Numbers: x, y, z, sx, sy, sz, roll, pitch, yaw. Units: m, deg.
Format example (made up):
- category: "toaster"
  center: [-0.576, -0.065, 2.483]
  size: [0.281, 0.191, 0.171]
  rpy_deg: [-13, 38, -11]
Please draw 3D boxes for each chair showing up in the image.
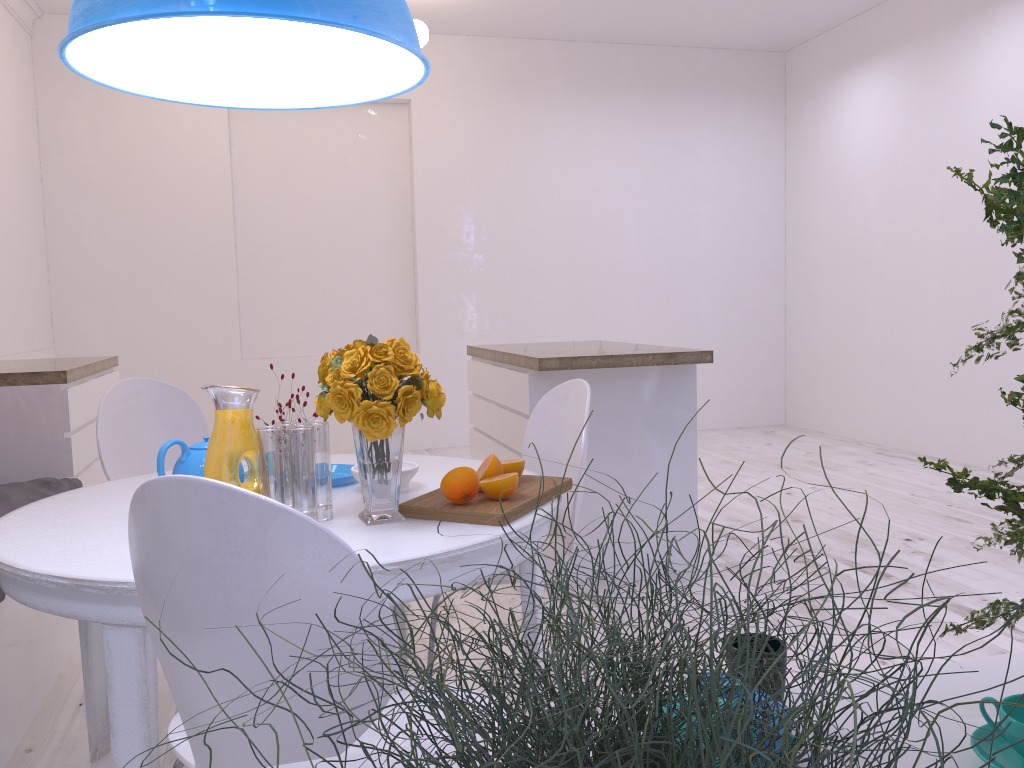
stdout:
- category: "chair"
  center: [-0.874, 0.403, 2.539]
  size: [0.483, 0.845, 0.604]
  rpy_deg: [0, 5, 20]
- category: "chair"
  center: [-0.053, 0.420, 2.101]
  size: [0.483, 0.845, 0.604]
  rpy_deg: [-3, 5, -15]
- category: "chair"
  center: [-0.230, 0.502, 1.237]
  size: [0.604, 0.845, 0.483]
  rpy_deg: [1, 6, 31]

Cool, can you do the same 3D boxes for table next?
- category: "table"
  center: [-0.457, 0.556, 1.904]
  size: [1.140, 0.629, 1.140]
  rpy_deg: [0, 5, 14]
- category: "table"
  center: [0.294, 0.659, 0.576]
  size: [1.514, 0.619, 0.736]
  rpy_deg: [-3, 5, -15]

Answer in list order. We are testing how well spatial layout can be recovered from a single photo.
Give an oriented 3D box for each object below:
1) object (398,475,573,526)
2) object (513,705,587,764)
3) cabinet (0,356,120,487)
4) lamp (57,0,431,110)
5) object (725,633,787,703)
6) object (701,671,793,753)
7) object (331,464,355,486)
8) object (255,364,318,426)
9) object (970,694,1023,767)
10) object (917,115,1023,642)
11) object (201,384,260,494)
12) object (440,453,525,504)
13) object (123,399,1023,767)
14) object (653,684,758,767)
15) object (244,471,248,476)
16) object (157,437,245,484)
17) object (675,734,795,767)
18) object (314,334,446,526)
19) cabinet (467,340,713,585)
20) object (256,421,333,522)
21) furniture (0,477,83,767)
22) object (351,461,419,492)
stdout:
- category: "object"
  center: [-0.044, 0.227, 1.790]
  size: [0.224, 0.024, 0.347]
  rpy_deg: [1, 6, 25]
- category: "object"
  center: [0.035, 0.306, 0.740]
  size: [0.066, 0.067, 0.052]
  rpy_deg: [-3, 5, -14]
- category: "cabinet"
  center: [-1.958, 0.348, 3.478]
  size: [0.654, 0.842, 1.036]
  rpy_deg: [-3, 5, -15]
- category: "lamp"
  center: [-0.442, -1.473, 1.346]
  size: [0.568, 1.948, 0.568]
  rpy_deg: [0, 5, 19]
- category: "object"
  center: [0.237, 0.285, 0.859]
  size: [0.055, 0.077, 0.070]
  rpy_deg: [-1, 5, 11]
- category: "object"
  center: [0.201, 0.295, 0.788]
  size: [0.069, 0.058, 0.080]
  rpy_deg: [-6, 7, -42]
- category: "object"
  center: [-0.437, 0.214, 2.050]
  size: [0.196, 0.023, 0.196]
  rpy_deg: [-4, 6, -27]
- category: "object"
  center: [-0.468, 0.100, 1.851]
  size: [0.128, 0.287, 0.128]
  rpy_deg: [-3, 5, -13]
- category: "object"
  center: [0.450, 0.301, 0.739]
  size: [0.121, 0.055, 0.121]
  rpy_deg: [1, 6, 26]
- category: "object"
  center: [0.418, 0.092, 0.435]
  size: [0.438, 0.527, 0.368]
  rpy_deg: [-3, 5, -15]
- category: "object"
  center: [-0.511, 0.131, 1.641]
  size: [0.094, 0.267, 0.116]
  rpy_deg: [0, 5, 12]
- category: "object"
  center: [-0.031, 0.180, 1.765]
  size: [0.129, 0.075, 0.285]
  rpy_deg: [0, 5, 21]
- category: "object"
  center: [0.050, 0.200, 0.445]
  size: [0.668, 0.367, 0.531]
  rpy_deg: [-1, 5, 10]
- category: "object"
  center: [0.169, 0.291, 0.767]
  size: [0.069, 0.059, 0.082]
  rpy_deg: [-5, 6, -37]
- category: "object"
  center: [-0.572, 0.215, 2.146]
  size: [0.147, 0.011, 0.147]
  rpy_deg: [-3, 5, -12]
- category: "object"
  center: [-0.620, 0.178, 1.788]
  size: [0.156, 0.151, 0.150]
  rpy_deg: [-3, 5, -11]
- category: "object"
  center: [0.188, 0.322, 0.783]
  size: [0.121, 0.021, 0.121]
  rpy_deg: [1, 6, 26]
- category: "object"
  center: [-0.255, 0.079, 1.670]
  size: [0.235, 0.351, 0.234]
  rpy_deg: [3, 7, 40]
- category: "cabinet"
  center: [0.266, 0.269, 3.692]
  size: [0.654, 0.842, 1.167]
  rpy_deg: [-3, 5, -15]
- category: "object"
  center: [-0.401, 0.168, 1.647]
  size: [0.101, 0.186, 0.122]
  rpy_deg: [0, 5, 15]
- category: "furniture"
  center: [-1.345, 0.688, 1.376]
  size: [0.769, 0.508, 3.296]
  rpy_deg: [-3, 5, -15]
- category: "object"
  center: [-0.277, 0.206, 1.937]
  size: [0.147, 0.052, 0.147]
  rpy_deg: [1, 6, 28]
